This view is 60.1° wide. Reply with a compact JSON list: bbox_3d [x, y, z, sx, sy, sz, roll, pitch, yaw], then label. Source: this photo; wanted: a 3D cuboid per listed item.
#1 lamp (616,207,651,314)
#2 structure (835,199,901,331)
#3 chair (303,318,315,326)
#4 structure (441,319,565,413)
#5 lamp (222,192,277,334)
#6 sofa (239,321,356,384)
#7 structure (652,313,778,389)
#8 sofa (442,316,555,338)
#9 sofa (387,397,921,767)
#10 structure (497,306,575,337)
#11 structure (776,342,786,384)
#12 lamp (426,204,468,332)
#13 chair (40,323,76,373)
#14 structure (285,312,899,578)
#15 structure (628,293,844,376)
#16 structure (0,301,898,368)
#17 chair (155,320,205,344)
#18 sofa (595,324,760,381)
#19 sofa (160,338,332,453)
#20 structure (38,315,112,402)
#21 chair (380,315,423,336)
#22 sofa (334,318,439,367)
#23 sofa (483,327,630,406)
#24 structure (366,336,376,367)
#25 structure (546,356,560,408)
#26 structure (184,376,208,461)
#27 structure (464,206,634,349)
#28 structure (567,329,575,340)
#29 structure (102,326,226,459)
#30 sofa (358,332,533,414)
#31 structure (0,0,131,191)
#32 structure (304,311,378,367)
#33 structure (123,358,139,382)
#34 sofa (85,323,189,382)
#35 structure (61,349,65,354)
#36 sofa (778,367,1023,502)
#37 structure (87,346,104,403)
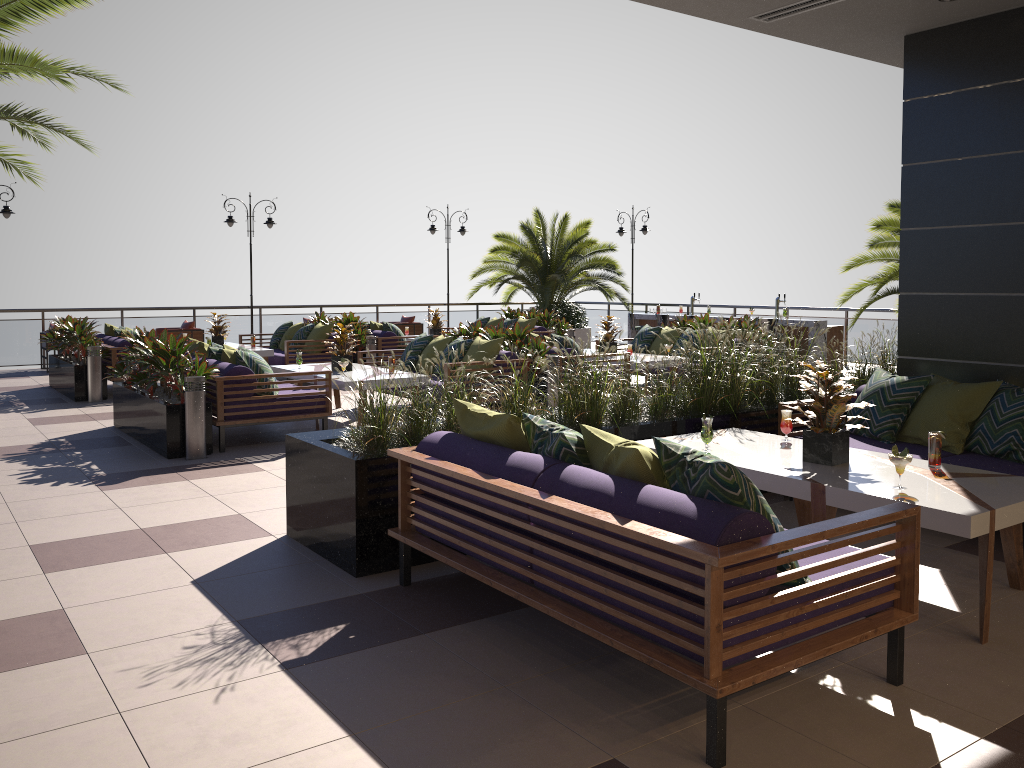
[{"bbox_3d":[2.804,-2.489,20.585,0.264,3.317,1.124,-2,4,-35],"label":"lamp"},{"bbox_3d":[6.567,-1.561,12.448,3.800,3.292,3.768,1,5,8],"label":"structure"},{"bbox_3d":[-3.972,-0.954,18.105,0.715,0.813,0.717,-3,5,-35],"label":"chair"},{"bbox_3d":[-0.232,-0.202,10.695,0.701,1.169,2.427,-3,6,-33],"label":"structure"},{"bbox_3d":[-5.218,-2.167,17.715,1.123,3.317,0.264,-2,4,-35],"label":"lamp"},{"bbox_3d":[-3.423,-0.533,13.896,1.120,0.916,2.132,-3,7,-35],"label":"sofa"},{"bbox_3d":[2.937,-0.452,12.929,0.738,1.168,2.258,-3,6,-34],"label":"structure"},{"bbox_3d":[-0.310,-0.780,16.107,1.120,0.916,2.132,-3,7,-35],"label":"sofa"},{"bbox_3d":[0.456,0.596,3.815,1.120,0.916,2.132,-3,7,-35],"label":"sofa"},{"bbox_3d":[0.308,-0.863,16.597,0.738,1.168,2.258,-3,6,-34],"label":"structure"},{"bbox_3d":[3.634,-0.211,11.989,0.180,0.698,0.100,-2,4,-35],"label":"structure"},{"bbox_3d":[-1.469,-2.463,20.353,1.123,3.317,0.264,-2,4,-35],"label":"lamp"},{"bbox_3d":[-7.773,-0.655,15.430,0.715,0.813,0.717,-3,5,-35],"label":"chair"},{"bbox_3d":[1.600,-0.360,2.470,24.752,3.111,7.841,-4,7,-35],"label":"structure"},{"bbox_3d":[3.936,-1.011,16.321,0.805,1.323,4.415,-3,7,-35],"label":"structure"},{"bbox_3d":[-1.830,-0.444,12.459,17.520,1.055,12.958,-4,8,-35],"label":"structure"},{"bbox_3d":[-6.210,-0.778,16.530,0.715,0.813,0.717,-3,5,-35],"label":"chair"},{"bbox_3d":[2.266,-0.372,12.456,1.120,0.916,2.132,-3,7,-35],"label":"sofa"},{"bbox_3d":[-2.740,0.024,8.919,1.120,0.916,2.132,-3,7,-35],"label":"sofa"},{"bbox_3d":[-6.008,-0.366,12.153,0.738,1.168,2.258,-3,6,-34],"label":"structure"},{"bbox_3d":[-2.409,-1.077,19.205,0.715,0.813,0.717,-3,5,-35],"label":"chair"},{"bbox_3d":[-2.207,-0.632,14.787,1.120,0.916,2.132,-3,7,-35],"label":"sofa"},{"bbox_3d":[0.373,-0.223,11.130,1.120,0.916,2.132,-3,7,-35],"label":"sofa"},{"bbox_3d":[-2.134,-0.371,13.415,0.180,0.698,0.100,-2,4,-35],"label":"structure"},{"bbox_3d":[0.452,0.040,9.749,0.180,0.698,0.100,-2,4,-35],"label":"structure"},{"bbox_3d":[-2.694,0.287,7.535,0.180,0.698,0.100,-2,4,-35],"label":"structure"},{"bbox_3d":[0.883,-2.451,20.404,3.802,3.292,3.765,2,5,22],"label":"structure"},{"bbox_3d":[1.048,-0.622,15.655,0.180,0.698,0.100,-2,4,-35],"label":"structure"},{"bbox_3d":[-3.378,0.045,8.485,0.738,1.168,2.258,-3,6,-34],"label":"structure"},{"bbox_3d":[-0.843,-0.123,10.239,1.120,0.916,2.132,-3,7,-35],"label":"sofa"},{"bbox_3d":[-6.447,-2.659,8.981,4.743,6.482,4.725,-1,4,-17],"label":"structure"},{"bbox_3d":[-2.864,-0.616,14.393,0.715,1.168,2.255,-3,6,-38],"label":"structure"},{"bbox_3d":[-4.060,0.071,9.472,0.180,0.698,0.100,-2,4,-35],"label":"structure"},{"bbox_3d":[-5.316,-0.384,12.570,1.120,0.916,2.132,-3,7,-35],"label":"sofa"},{"bbox_3d":[-6.650,-0.341,13.144,0.180,0.698,0.100,-2,4,-35],"label":"structure"},{"bbox_3d":[2.866,0.406,5.511,1.120,0.916,2.132,-3,7,-35],"label":"sofa"},{"bbox_3d":[-5.280,-0.123,11.202,0.180,0.698,0.100,-2,4,-35],"label":"structure"}]
